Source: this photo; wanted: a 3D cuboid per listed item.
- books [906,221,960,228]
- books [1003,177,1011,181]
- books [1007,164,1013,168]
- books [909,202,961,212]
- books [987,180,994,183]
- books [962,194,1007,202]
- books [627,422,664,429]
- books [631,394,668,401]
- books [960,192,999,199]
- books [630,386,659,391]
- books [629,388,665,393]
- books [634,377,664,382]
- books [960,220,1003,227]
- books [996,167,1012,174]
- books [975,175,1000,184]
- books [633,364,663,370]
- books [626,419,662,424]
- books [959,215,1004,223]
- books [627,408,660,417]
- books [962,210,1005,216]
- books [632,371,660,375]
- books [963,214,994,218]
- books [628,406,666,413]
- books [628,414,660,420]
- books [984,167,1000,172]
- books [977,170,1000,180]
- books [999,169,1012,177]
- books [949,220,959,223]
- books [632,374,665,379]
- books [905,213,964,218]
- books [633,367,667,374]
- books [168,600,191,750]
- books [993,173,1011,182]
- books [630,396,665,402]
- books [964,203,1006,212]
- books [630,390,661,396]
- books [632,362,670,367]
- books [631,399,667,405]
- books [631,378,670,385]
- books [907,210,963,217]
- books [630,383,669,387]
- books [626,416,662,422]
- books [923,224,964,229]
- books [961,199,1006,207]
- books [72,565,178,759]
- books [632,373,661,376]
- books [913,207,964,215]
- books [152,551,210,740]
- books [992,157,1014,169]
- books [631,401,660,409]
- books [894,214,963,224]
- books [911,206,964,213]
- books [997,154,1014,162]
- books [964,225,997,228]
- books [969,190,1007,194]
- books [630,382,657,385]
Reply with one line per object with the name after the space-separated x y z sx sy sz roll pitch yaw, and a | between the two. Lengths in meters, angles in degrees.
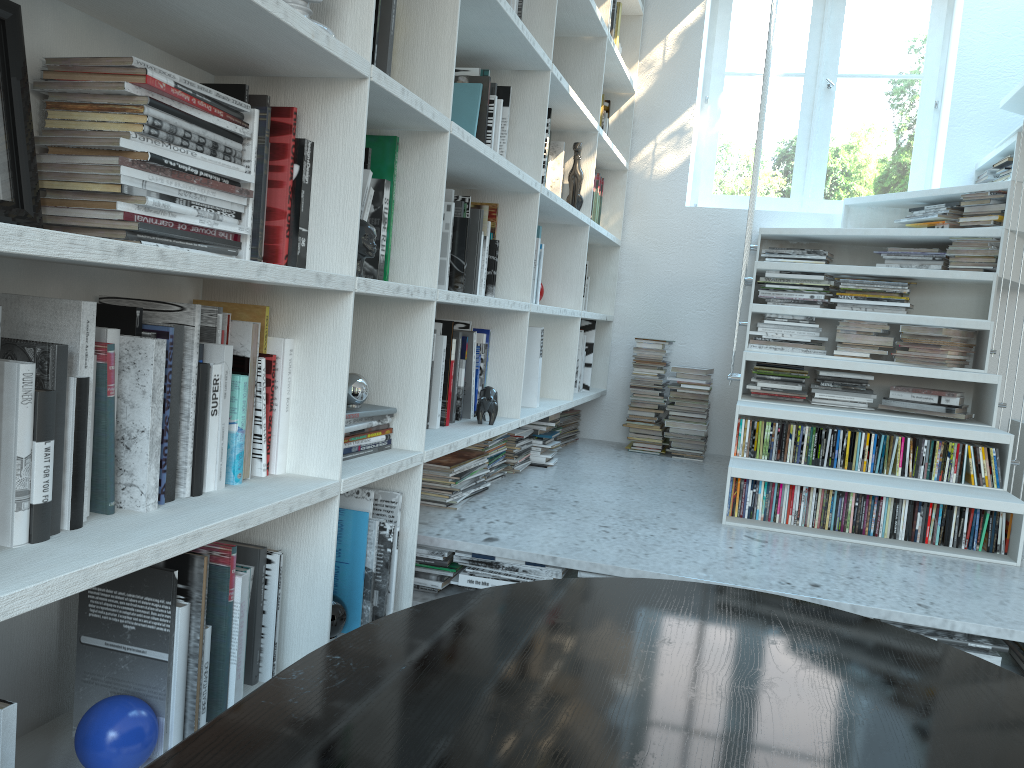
1.819 -0.668 3.753 0.184 0.008 0.216 3 5 -20 | books
2.087 -0.793 3.526 0.256 0.014 0.192 6 5 15 | books
2.100 -0.863 3.557 0.207 0.012 0.131 6 4 8 | books
1.847 -0.740 3.752 0.157 0.014 0.299 4 5 -15 | books
2.161 -0.858 3.830 0.215 0.007 0.130 6 4 8 | books
1.940 -0.715 3.492 0.283 0.012 0.175 3 5 -30 | books
0.635 0.189 4.221 0.160 0.014 0.198 6 5 14 | books
0.655 0.059 4.207 0.166 0.007 0.215 6 4 11 | books
1.927 -0.733 3.521 0.261 0.016 0.128 3 5 -24 | books
0.629 0.013 4.211 0.115 0.015 0.186 6 5 16 | books
0.643 0.026 4.208 0.151 0.007 0.184 6 5 15 | books
0.651 -0.027 4.199 0.133 0.012 0.250 6 4 10 | books
1.921 -0.623 3.523 0.247 0.015 0.142 3 5 -27 | books
2.103 -0.853 3.576 0.251 0.009 0.097 6 4 9 | books
2.158 -0.869 3.811 0.265 0.017 0.174 6 4 10 | books
0.644 -0.083 4.197 0.119 0.015 0.159 7 5 19 | books
0.630 0.170 4.221 0.139 0.010 0.190 7 5 18 | books
1.929 -0.638 3.508 0.250 0.017 0.180 3 5 -25 | books
0.629 0.131 4.219 0.130 0.025 0.177 7 5 18 | books
1.932 -0.660 3.504 0.256 0.010 0.163 3 5 -30 | books
0.640 -0.057 4.200 0.118 0.008 0.234 6 4 13 | books
1.923 -0.653 3.521 0.210 0.009 0.133 3 5 -21 | books
0.647 0.114 4.213 0.166 0.013 0.242 6 4 13 | books
0.629 0.151 4.220 0.135 0.013 0.184 6 4 12 | books
2.162 -0.910 3.805 0.201 0.029 0.162 5 4 5 | books
2.159 -0.887 3.803 0.264 0.019 0.169 6 5 14 | books
2.094 -0.840 3.538 0.220 0.014 0.162 5 4 5 | books
1.850 -0.673 3.761 0.133 0.007 0.264 4 5 -16 | books
0.646 -0.040 4.199 0.133 0.012 0.190 7 5 18 | books
1.821 -0.698 3.750 0.184 0.013 0.230 3 5 -20 | books
0.654 -0.067 4.195 0.144 0.015 0.206 6 4 12 | books
-0.572 0.430 1.335 0.176 0.230 0.025 6 5 15 | books
2.091 -0.809 3.536 0.263 0.016 0.181 6 4 8 | books
0.647 0.067 4.210 0.159 0.010 0.196 6 4 13 | books
1.936 -0.678 3.496 0.212 0.028 0.190 3 5 -23 | books
0.637 0.036 4.210 0.134 0.014 0.187 6 4 13 | books
0.658 -0.093 4.192 0.150 0.008 0.214 6 5 17 | books
0.651 0.077 4.209 0.161 0.010 0.224 6 4 11 | books
0.655 -0.015 4.198 0.152 0.013 0.218 7 5 19 | books
1.831 -0.709 3.752 0.175 0.012 0.265 4 4 -13 | books
0.652 0.001 4.204 0.155 0.005 0.222 6 5 17 | books
0.630 0.161 4.221 0.135 0.008 0.230 7 5 18 | books
1.842 -0.653 3.761 0.133 0.019 0.216 4 4 -10 | books
1.925 -0.704 3.523 0.250 0.017 0.135 3 5 -25 | books
-0.575 0.404 1.315 0.159 0.285 0.012 6 5 15 | books
0.638 -0.050 4.201 0.116 0.006 0.221 6 4 13 | books
1.838 -0.722 3.752 0.173 0.014 0.196 4 5 -15 | books
-0.551 0.395 1.347 0.181 0.303 0.013 6 5 15 | books
2.098 -0.875 3.540 0.281 0.014 0.170 6 4 10 | books
0.635 0.091 4.215 0.128 0.022 0.257 6 4 11 | books
1.802 -0.686 3.747 0.226 0.013 0.284 4 4 -12 | books
1.846 -0.731 3.753 0.157 0.005 0.268 4 5 -15 | books
2.100 -0.890 3.542 0.254 0.015 0.159 6 4 11 | books
1.920 -0.609 3.525 0.180 0.013 0.140 3 5 -22 | books
1.937 -0.745 3.502 0.227 0.014 0.160 3 5 -22 | books
0.636 -0.008 4.208 0.115 0.008 0.187 7 5 19 | books
